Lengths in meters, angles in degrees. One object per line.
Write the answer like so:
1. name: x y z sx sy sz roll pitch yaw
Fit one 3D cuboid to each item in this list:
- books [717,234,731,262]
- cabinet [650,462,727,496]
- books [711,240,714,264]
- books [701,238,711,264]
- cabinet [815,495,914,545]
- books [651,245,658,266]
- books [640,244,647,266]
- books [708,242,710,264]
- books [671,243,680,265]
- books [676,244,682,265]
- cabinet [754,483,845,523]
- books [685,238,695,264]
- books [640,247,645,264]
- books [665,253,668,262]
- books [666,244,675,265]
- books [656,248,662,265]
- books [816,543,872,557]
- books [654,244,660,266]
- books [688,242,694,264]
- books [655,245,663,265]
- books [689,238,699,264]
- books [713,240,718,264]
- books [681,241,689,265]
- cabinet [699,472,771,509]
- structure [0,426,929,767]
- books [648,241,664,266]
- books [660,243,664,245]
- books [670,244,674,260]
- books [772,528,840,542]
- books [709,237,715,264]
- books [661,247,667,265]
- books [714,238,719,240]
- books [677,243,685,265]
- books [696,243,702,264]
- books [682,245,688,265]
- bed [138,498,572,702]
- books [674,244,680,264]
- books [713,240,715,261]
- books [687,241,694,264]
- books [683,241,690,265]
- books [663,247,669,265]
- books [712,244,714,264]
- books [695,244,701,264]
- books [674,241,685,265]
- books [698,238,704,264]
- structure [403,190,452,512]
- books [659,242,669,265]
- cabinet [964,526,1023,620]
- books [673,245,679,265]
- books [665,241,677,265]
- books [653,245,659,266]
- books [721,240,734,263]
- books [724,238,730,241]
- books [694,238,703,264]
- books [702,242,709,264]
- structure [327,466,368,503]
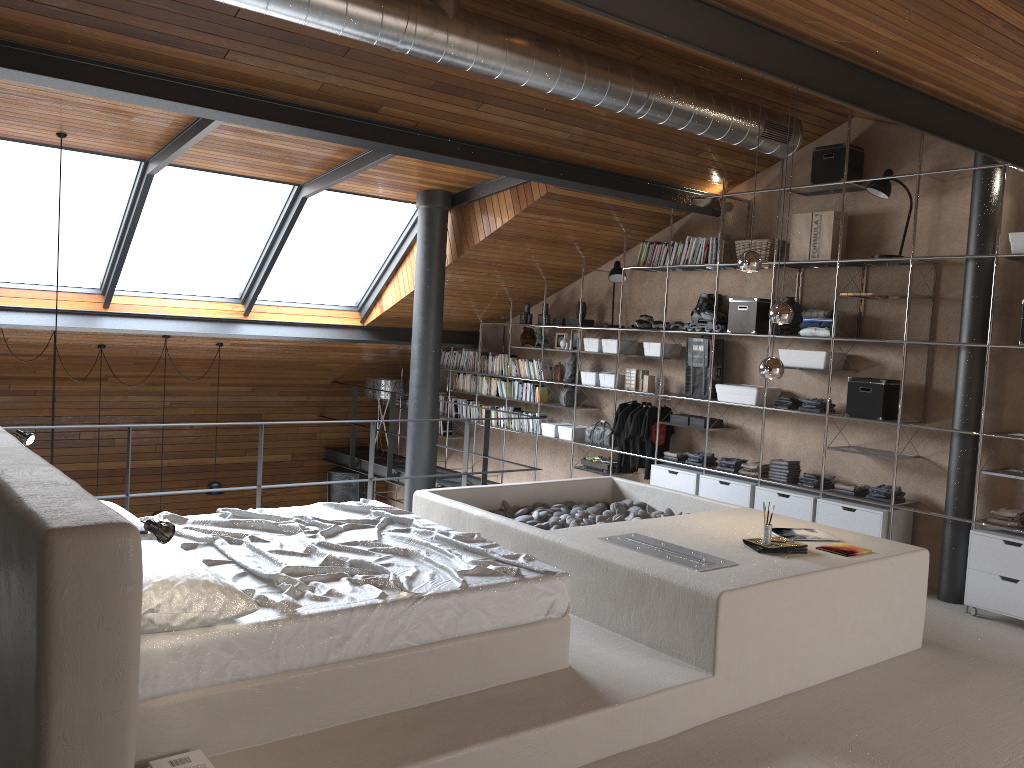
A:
1. books: 1.821 -1.156 7.619 0.143 0.268 0.020 1 4 -38
2. cabinet: 1.566 1.026 7.913 0.435 0.561 0.527 1 4 -38
3. books: 1.783 -1.134 7.686 0.136 0.213 0.014 1 4 -38
4. books: 1.716 -1.151 7.745 0.148 0.234 0.033 1 4 -38
5. cabinet: 2.601 1.162 6.585 0.435 0.561 0.527 1 4 -38
6. books: 1.357 -1.179 8.187 0.127 0.197 0.063 1 4 -38
7. books: 1.280 -1.199 8.309 0.149 0.202 0.067 1 4 -38
8. books: 1.761 -1.133 7.704 0.148 0.206 0.014 1 4 -38
9. books: 1.505 -1.164 7.999 0.131 0.202 0.068 1 4 -38
10. books: 1.541 -1.154 7.957 0.126 0.194 0.064 1 4 -38
11. cabinet: 2.261 1.117 7.026 0.435 0.561 0.527 1 4 -38
12. books: 1.609 -1.167 7.849 0.148 0.229 0.073 1 4 -38
13. books: 1.265 -1.188 8.317 0.131 0.178 0.057 1 4 -38
14. books: 1.446 -1.155 8.057 0.112 0.173 0.054 1 4 -38
15. books: 1.459 -1.163 8.029 0.111 0.194 0.059 1 4 -38
16. books: 1.387 -1.160 8.134 0.119 0.169 0.058 1 4 -38
17. books: 1.823 0.911 4.873 0.251 0.013 0.188 1 4 -38
18. books: 1.373 -1.176 8.148 0.127 0.197 0.063 1 4 -38
19. books: 1.641 -1.153 7.852 0.170 0.214 0.065 1 4 -37
20. books: 1.386 -1.175 8.144 0.127 0.197 0.063 1 4 -38
21. books: 1.638 -1.164 7.813 0.148 0.229 0.073 1 4 -38
22. books: 1.794 -1.127 7.638 0.148 0.206 0.018 1 4 -38
23. books: 1.575 -1.160 7.911 0.117 0.218 0.073 1 4 -38
24. cabinet: 1.911 1.071 7.476 0.435 0.561 0.527 1 4 -38
25. structure: -0.205 0.837 4.687 4.614 1.120 2.634 1 4 -38
26. books: 1.345 -1.200 8.217 0.143 0.233 0.081 1 4 -38
27. books: 1.397 -1.185 8.175 0.177 0.214 0.064 1 4 -38
28. books: 1.485 -1.161 8.022 0.138 0.189 0.065 1 4 -38
29. books: 1.701 0.884 5.210 0.347 0.019 0.260 3 3 -7
30. books: 1.767 -1.146 7.689 0.148 0.234 0.013 1 4 -38
31. books: 1.420 -1.158 8.083 0.112 0.173 0.054 1 4 -38
32. books: 1.788 -1.142 7.661 0.129 0.231 0.010 1 4 -38
33. books: 1.551 -1.156 7.942 0.123 0.201 0.071 1 4 -38
34. books: 1.688 -1.143 7.785 0.137 0.197 0.063 1 4 -38
35. books: 1.592 -1.150 7.909 0.137 0.197 0.063 1 4 -38
36. bed: -1.037 0.935 4.051 2.011 0.484 1.826 1 4 -38
37. books: 1.534 -1.168 7.982 0.137 0.213 0.068 1 4 -38
38. books: 1.780 -1.128 7.644 0.130 0.208 0.010 1 4 -38
39. books: 1.634 -1.153 7.859 0.164 0.214 0.066 1 4 -38
40. books: 1.602 -1.156 7.889 0.155 0.212 0.073 1 4 -38
41. books: 1.432 -1.154 8.059 0.111 0.171 0.056 1 4 -38
42. books: 1.776 -1.115 7.668 0.128 0.176 0.009 1 4 -38
43. books: 1.672 -1.135 7.791 0.131 0.178 0.057 1 4 -38
44. books: 1.532 -1.166 7.964 0.133 0.215 0.070 1 4 -38
45. books: 1.698 -1.152 7.760 0.148 0.233 0.053 1 4 -38
46. structure: -0.730 1.050 8.209 1.197 5.700 1.689 1 4 -38
47. books: 1.430 -1.181 8.112 0.161 0.220 0.074 1 4 -38
48. cabinet: 3.290 1.252 5.701 0.435 0.561 0.527 1 4 -38
49. books: 1.519 -1.156 7.992 0.120 0.186 0.064 1 4 -38
50. books: 1.459 -1.179 8.040 0.122 0.227 0.076 1 4 -38
51. books: 1.374 -1.177 8.177 0.139 0.199 0.074 1 4 -38
52. books: 1.841 -1.120 7.581 0.129 0.203 0.021 1 4 -38
53. books: 1.815 -1.137 7.596 0.129 0.231 0.010 1 4 -38
54. books: 1.686 -1.160 7.801 0.148 0.229 0.073 1 4 -38
55. books: 1.730 -1.132 7.723 0.143 0.199 0.054 1 4 -38
56. structure: -2.149 1.454 11.738 0.461 0.735 0.488 4 3 12
